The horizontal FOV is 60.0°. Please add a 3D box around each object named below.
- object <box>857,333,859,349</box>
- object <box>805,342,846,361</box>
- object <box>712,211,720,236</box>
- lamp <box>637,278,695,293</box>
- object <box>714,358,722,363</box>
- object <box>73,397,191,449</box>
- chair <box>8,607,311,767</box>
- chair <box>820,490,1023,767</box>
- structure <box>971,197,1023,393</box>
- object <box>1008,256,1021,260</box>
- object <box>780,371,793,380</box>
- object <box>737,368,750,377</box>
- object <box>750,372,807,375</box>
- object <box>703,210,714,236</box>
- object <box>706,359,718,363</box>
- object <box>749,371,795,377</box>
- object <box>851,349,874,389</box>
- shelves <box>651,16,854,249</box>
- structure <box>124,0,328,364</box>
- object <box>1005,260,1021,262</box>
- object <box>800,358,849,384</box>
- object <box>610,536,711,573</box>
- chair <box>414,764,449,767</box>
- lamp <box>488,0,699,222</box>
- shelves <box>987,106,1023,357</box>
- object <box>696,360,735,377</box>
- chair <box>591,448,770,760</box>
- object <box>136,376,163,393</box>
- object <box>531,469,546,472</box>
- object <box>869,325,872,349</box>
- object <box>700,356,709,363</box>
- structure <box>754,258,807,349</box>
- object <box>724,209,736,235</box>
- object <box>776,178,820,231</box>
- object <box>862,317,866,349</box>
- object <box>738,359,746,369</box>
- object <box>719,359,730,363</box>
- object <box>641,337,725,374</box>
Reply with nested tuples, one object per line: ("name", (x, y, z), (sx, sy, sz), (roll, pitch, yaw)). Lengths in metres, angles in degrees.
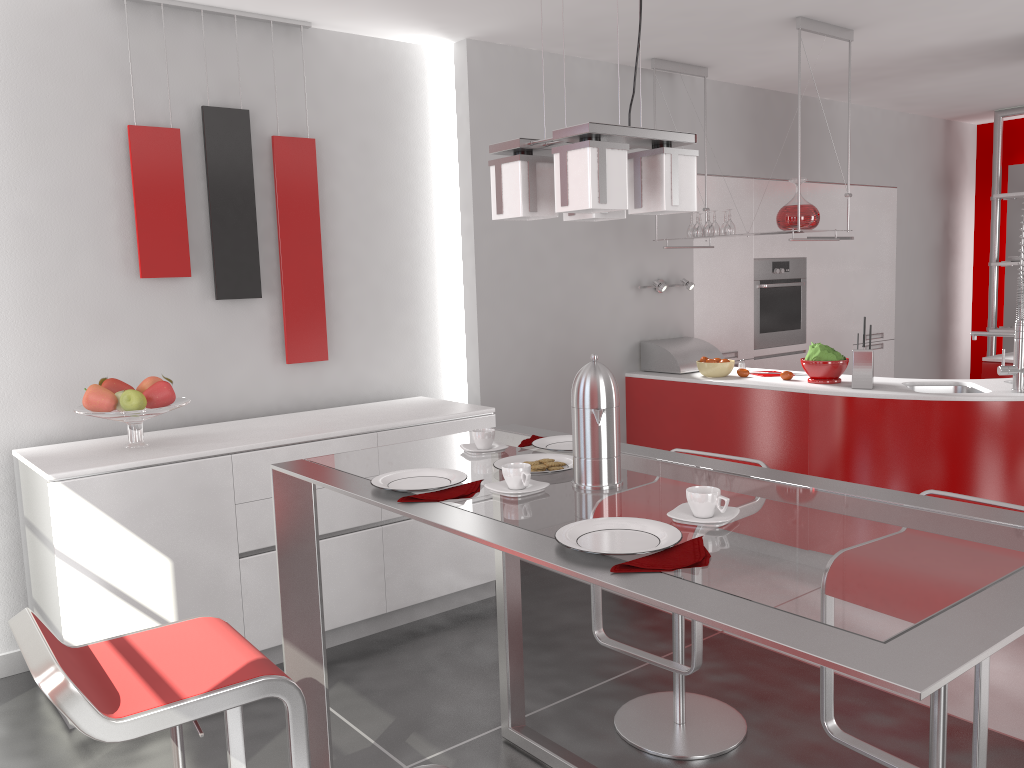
("object", (1.632, -0.140, 4.190), (0.009, 0.197, 0.091), (1, 8, 23))
("object", (1.557, -0.119, 4.388), (0.193, 0.182, 0.198), (-6, 8, -32))
("object", (1.100, -0.868, 4.811), (0.060, 0.141, 0.060), (-7, 9, -38))
("lamp", (0.920, -0.573, 5.178), (0.454, 0.081, 0.155), (-7, 9, -38))
("object", (1.121, -0.118, 4.845), (0.062, 0.049, 0.066), (-8, 9, -41))
("object", (-1.393, 0.153, 3.275), (0.398, 0.159, 0.398), (-1, 7, 11))
("chair", (-0.670, 0.848, 1.750), (0.460, 0.857, 0.418), (-7, 9, -36))
("chair", (1.059, 0.736, 2.174), (0.460, 0.857, 0.418), (-7, 8, -33))
("structure", (2.201, -0.429, 3.871), (0.308, 0.920, 0.178), (-1, 7, 5))
("object", (3.882, -0.945, 6.694), (0.244, 0.042, 0.244), (3, 9, 36))
("object", (1.409, -0.044, 4.547), (0.064, 0.048, 0.063), (2, 8, 30))
("object", (1.234, -0.058, 4.734), (0.063, 0.047, 0.065), (-8, 9, -38))
("object", (1.443, -0.059, 4.782), (0.375, 0.008, 0.041), (2, 8, 28))
("object", (1.051, -0.857, 4.741), (0.060, 0.141, 0.060), (2, 8, 28))
("object", (1.082, -0.111, 4.797), (0.065, 0.052, 0.062), (3, 9, 36))
("object", (1.395, -0.055, 4.815), (0.168, 0.006, 0.266), (-3, 7, -11))
("object", (1.650, -0.075, 4.170), (0.091, 0.178, 0.137), (1, 8, 25))
("shelves", (1.236, -1.246, 4.648), (0.462, 1.023, 0.934), (-7, 9, -38))
("structure", (-1.193, -0.815, 3.771), (0.820, 1.503, 0.040), (-7, 9, -38))
("object", (3.882, -0.931, 6.695), (0.280, 0.015, 0.280), (-2, 7, -1))
("object", (1.551, -0.067, 4.403), (0.229, 0.118, 0.228), (1, 8, 23))
("object", (0.265, 0.276, 1.404), (0.234, 0.012, 0.095), (-8, 9, -39))
("chair", (-0.140, 0.906, 1.118), (0.460, 0.857, 0.418), (-6, 8, -30))
("lamp", (0.150, -0.856, 1.770), (0.304, 1.025, 0.304), (-7, 9, -38))
("shelves", (4.317, -0.764, 6.349), (0.535, 2.599, 1.735), (-7, 9, -38))
("object", (1.102, -0.082, 4.803), (0.201, 0.086, 0.201), (-7, 9, -37))
("chair", (0.543, 0.674, 2.828), (0.460, 0.857, 0.418), (-8, 9, -43))
("object", (-1.381, 0.020, 3.388), (0.121, 0.101, 0.097), (2, 8, 30))
("object", (0.058, 0.201, 2.078), (0.036, 0.006, 0.034), (-7, 8, -34))
("object", (1.682, -0.137, 4.168), (0.012, 0.279, 0.130), (1, 8, 23))
("object", (1.059, -0.121, 4.852), (0.055, 0.058, 0.066), (3, 9, 37))
("structure", (1.829, -0.550, 5.989), (0.599, 0.589, 0.050), (-7, 9, -38))
("object", (1.163, -0.860, 4.734), (0.060, 0.141, 0.060), (-7, 9, -38))
("object", (1.443, -0.901, 4.474), (0.213, 0.266, 0.213), (-3, 7, -10))
("object", (1.660, -0.154, 4.185), (0.014, 0.322, 0.150), (1, 8, 23))
("object", (1.306, -0.109, 5.032), (0.042, 0.066, 0.043), (-5, 8, -25))
("object", (1.145, -0.111, 4.783), (0.062, 0.049, 0.066), (-6, 8, -30))
("object", (0.999, -0.173, 5.170), (0.400, 0.170, 0.300), (-7, 9, -38))
